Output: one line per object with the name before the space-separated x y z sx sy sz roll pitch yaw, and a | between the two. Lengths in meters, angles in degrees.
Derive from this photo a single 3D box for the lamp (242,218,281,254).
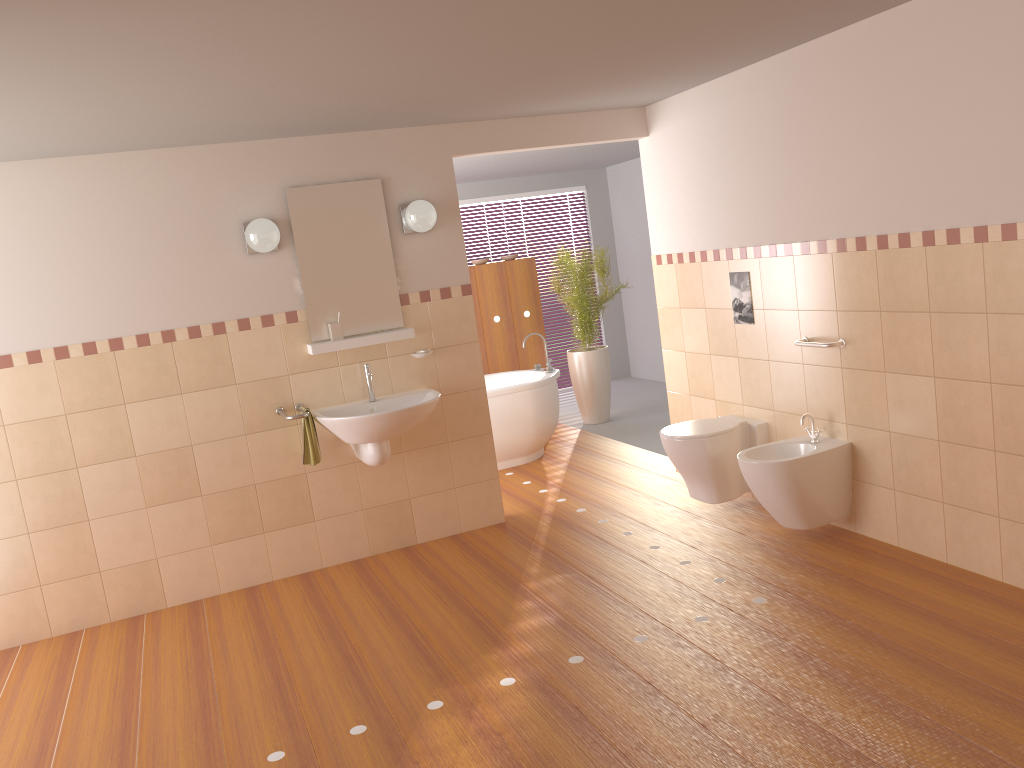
lamp | -1.251 -0.743 4.442 0.173 0.173 0.209 -11 9 -20

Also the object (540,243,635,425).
object | 0.720 -0.449 7.504 0.683 1.557 1.335 -6 9 12

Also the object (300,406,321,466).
object | -1.037 0.263 4.547 0.085 0.306 0.181 -9 9 -4

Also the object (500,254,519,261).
object | -0.020 -1.093 7.694 0.173 0.046 0.173 -11 9 -20

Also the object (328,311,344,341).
object | -0.924 -0.302 4.642 0.063 0.149 0.073 -11 9 -20

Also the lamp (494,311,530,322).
lamp | -0.386 -0.502 7.464 1.169 0.052 0.001 -11 9 -20

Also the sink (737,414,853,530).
sink | 1.320 0.418 4.194 0.515 0.517 0.335 -11 9 -20

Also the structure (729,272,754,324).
structure | 1.222 -0.457 4.724 0.005 0.279 0.170 -11 9 -20

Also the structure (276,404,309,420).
structure | -1.110 0.148 4.513 0.142 0.042 0.333 -11 9 -20

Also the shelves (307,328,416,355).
shelves | -0.798 -0.229 4.706 0.554 0.050 0.138 -11 9 -20

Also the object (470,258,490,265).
object | -0.271 -1.043 7.601 0.173 0.046 0.173 -11 9 -20

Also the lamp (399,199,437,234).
lamp | -0.490 -0.893 4.725 0.173 0.173 0.209 -11 9 -20

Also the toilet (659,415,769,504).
toilet | 1.079 0.417 4.815 0.534 0.400 0.375 -11 9 -20

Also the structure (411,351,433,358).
structure | -0.485 -0.157 4.859 0.117 0.029 0.092 -11 9 -20

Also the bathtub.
bathtub | -0.485 0.191 6.610 1.874 0.900 0.888 -11 9 -20

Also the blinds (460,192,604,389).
blinds | -1.266 -0.613 8.737 4.712 2.022 0.032 -11 9 -20

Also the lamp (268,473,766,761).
lamp | -0.940 1.045 4.415 3.173 0.001 2.893 -11 9 -20

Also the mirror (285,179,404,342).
mirror | -0.876 -0.657 4.690 0.502 0.799 0.008 -11 9 -20

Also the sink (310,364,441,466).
sink | -0.672 0.163 4.578 0.683 0.516 0.539 -11 9 -20

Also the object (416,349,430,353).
object | -0.487 -0.179 4.857 0.075 0.023 0.050 -2 10 34

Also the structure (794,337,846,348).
structure | 1.435 -0.191 4.182 0.091 0.042 0.295 -11 9 -20
